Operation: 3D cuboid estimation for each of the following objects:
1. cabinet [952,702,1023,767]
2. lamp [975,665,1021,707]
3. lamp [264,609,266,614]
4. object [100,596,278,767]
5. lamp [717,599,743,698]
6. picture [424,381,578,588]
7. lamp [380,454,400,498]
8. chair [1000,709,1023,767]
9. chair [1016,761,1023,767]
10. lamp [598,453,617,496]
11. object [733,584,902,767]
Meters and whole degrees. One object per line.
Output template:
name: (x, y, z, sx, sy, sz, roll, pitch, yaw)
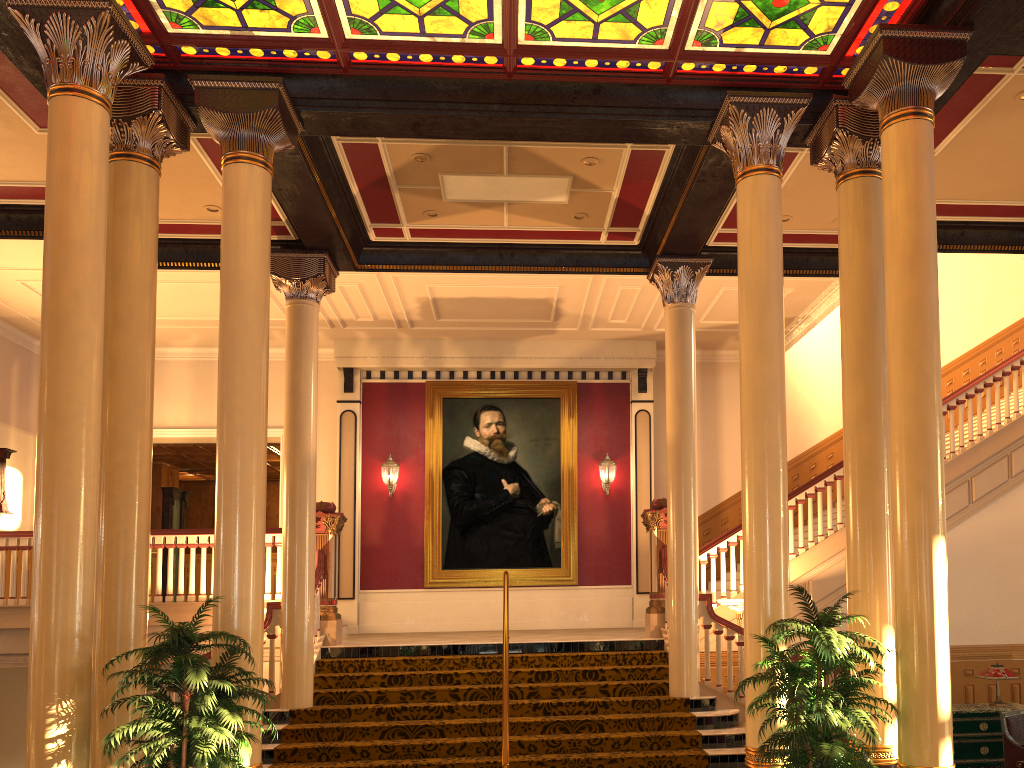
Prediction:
cabinet: (4.730, 3.767, 8.955, 1.259, 0.857, 0.557, 0, -7, -4)
lamp: (5.066, 3.140, 9.063, 0.321, 0.414, 0.322, 0, -8, -6)
lamp: (-3.060, 3.572, 9.899, 0.595, 1.989, 0.572, 1, -5, -21)
object: (-2.055, 2.414, 5.516, 1.099, 2.126, 1.031, 1, -6, -14)
lamp: (2.731, 3.581, 10.389, 0.569, 1.989, 0.598, -2, -5, 15)
picture: (-0.170, 1.648, 14.511, 2.557, 3.413, 0.055, 0, -4, -5)
lamp: (-1.987, 1.509, 14.217, 0.319, 0.721, 0.399, -1, -6, -2)
chair: (5.033, 3.522, 8.086, 0.710, 0.909, 0.629, 4, -8, -32)
chair: (4.433, 3.150, 6.881, 0.727, 1.086, 0.768, -2, -7, 12)
lamp: (1.592, 1.514, 14.515, 0.319, 0.721, 0.399, -1, -6, -2)
object: (2.084, 2.422, 5.889, 1.083, 2.126, 1.045, 5, -8, -44)
